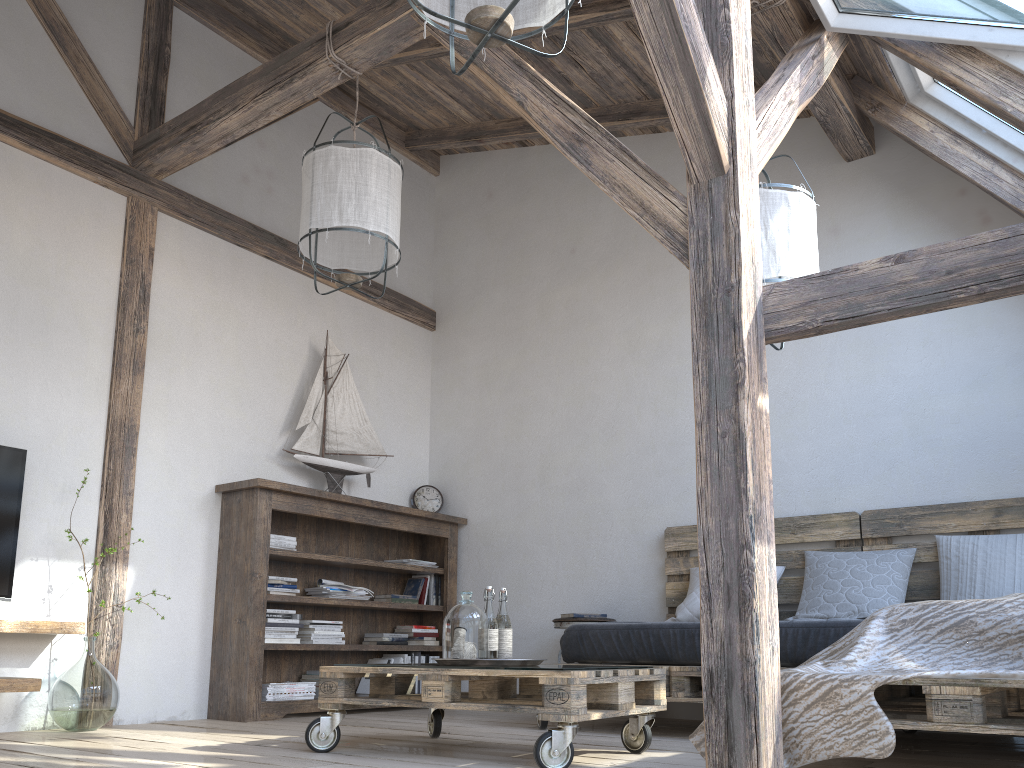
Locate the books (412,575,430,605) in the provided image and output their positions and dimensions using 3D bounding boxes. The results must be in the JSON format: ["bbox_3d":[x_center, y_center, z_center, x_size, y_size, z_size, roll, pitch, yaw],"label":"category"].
[{"bbox_3d":[-0.581,1.288,5.487,0.140,0.186,0.051,-9,-14,35],"label":"books"}]

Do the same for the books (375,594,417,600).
[{"bbox_3d":[-0.700,1.286,5.302,0.151,0.021,0.208,-13,-22,38],"label":"books"}]

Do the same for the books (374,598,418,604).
[{"bbox_3d":[-0.700,1.313,5.306,0.163,0.030,0.222,-13,-21,37],"label":"books"}]

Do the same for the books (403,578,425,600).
[{"bbox_3d":[-0.615,1.283,5.438,0.132,0.168,0.083,-9,-15,36],"label":"books"}]

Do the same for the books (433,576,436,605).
[{"bbox_3d":[-0.536,1.309,5.544,0.141,0.180,0.020,-9,-14,36],"label":"books"}]

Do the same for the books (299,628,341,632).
[{"bbox_3d":[-1.044,1.334,4.772,0.141,0.018,0.188,-12,-21,34],"label":"books"}]

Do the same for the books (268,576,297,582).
[{"bbox_3d":[-1.240,1.021,4.598,0.141,0.018,0.188,-12,-21,34],"label":"books"}]

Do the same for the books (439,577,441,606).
[{"bbox_3d":[-0.507,1.321,5.583,0.141,0.180,0.020,-9,-14,36],"label":"books"}]

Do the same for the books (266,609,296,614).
[{"bbox_3d":[-1.231,1.172,4.528,0.141,0.018,0.188,-12,-21,34],"label":"books"}]

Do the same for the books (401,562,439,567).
[{"bbox_3d":[-0.611,1.123,5.444,0.206,0.008,0.264,-8,-19,27],"label":"books"}]

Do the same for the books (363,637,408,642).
[{"bbox_3d":[-0.746,1.510,5.199,0.161,0.022,0.215,-12,-21,34],"label":"books"}]

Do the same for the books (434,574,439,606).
[{"bbox_3d":[-0.517,1.305,5.556,0.137,0.196,0.021,-9,-14,36],"label":"books"}]

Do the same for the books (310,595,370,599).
[{"bbox_3d":[-0.958,1.188,4.895,0.207,0.008,0.262,-14,-22,39],"label":"books"}]

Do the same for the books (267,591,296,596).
[{"bbox_3d":[-1.240,1.095,4.584,0.140,0.019,0.188,-10,-19,30],"label":"books"}]

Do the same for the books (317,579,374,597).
[{"bbox_3d":[-0.930,1.144,4.929,0.221,0.086,0.268,-4,-17,16],"label":"books"}]

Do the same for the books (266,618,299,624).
[{"bbox_3d":[-1.231,1.221,4.528,0.158,0.021,0.223,-9,-19,30],"label":"books"}]

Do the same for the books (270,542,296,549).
[{"bbox_3d":[-1.248,0.847,4.592,0.141,0.018,0.188,-12,-21,34],"label":"books"}]

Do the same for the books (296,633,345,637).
[{"bbox_3d":[-1.044,1.365,4.775,0.159,0.016,0.223,-14,-22,39],"label":"books"}]

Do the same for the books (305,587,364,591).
[{"bbox_3d":[-0.989,1.146,4.900,0.261,0.008,0.208,15,-22,-40],"label":"books"}]

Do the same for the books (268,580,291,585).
[{"bbox_3d":[-1.242,1.038,4.588,0.132,0.020,0.205,0,-17,2],"label":"books"}]

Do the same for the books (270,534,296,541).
[{"bbox_3d":[-1.269,0.809,4.613,0.159,0.021,0.223,-12,-21,34],"label":"books"}]

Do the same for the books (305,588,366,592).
[{"bbox_3d":[-0.982,1.155,4.900,0.207,0.008,0.262,-15,-23,41],"label":"books"}]

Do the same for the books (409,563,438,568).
[{"bbox_3d":[-0.619,1.128,5.431,0.206,0.008,0.263,-9,-20,29],"label":"books"}]

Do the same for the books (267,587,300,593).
[{"bbox_3d":[-1.244,1.076,4.584,0.158,0.016,0.223,-12,-21,34],"label":"books"}]

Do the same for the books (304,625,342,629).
[{"bbox_3d":[-1.061,1.325,4.798,0.159,0.016,0.223,-14,-22,39],"label":"books"}]

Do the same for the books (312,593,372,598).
[{"bbox_3d":[-0.948,1.183,4.907,0.207,0.008,0.263,-12,-21,36],"label":"books"}]

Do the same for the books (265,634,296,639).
[{"bbox_3d":[-1.245,1.297,4.518,0.159,0.021,0.223,-12,-21,34],"label":"books"}]

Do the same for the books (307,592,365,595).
[{"bbox_3d":[-0.979,1.169,4.891,0.261,0.008,0.208,13,-21,-35],"label":"books"}]

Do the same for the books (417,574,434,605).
[{"bbox_3d":[-0.547,1.296,5.529,0.136,0.196,0.021,-9,-14,36],"label":"books"}]

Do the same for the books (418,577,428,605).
[{"bbox_3d":[-0.593,1.289,5.463,0.141,0.171,0.060,-9,-14,34],"label":"books"}]

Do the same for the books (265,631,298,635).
[{"bbox_3d":[-1.238,1.279,4.524,0.158,0.016,0.223,-12,-21,34],"label":"books"}]

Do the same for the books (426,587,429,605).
[{"bbox_3d":[-0.564,1.306,5.512,0.118,0.168,0.018,-9,-14,36],"label":"books"}]

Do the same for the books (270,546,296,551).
[{"bbox_3d":[-1.264,0.867,4.600,0.158,0.016,0.224,-10,-20,30],"label":"books"}]

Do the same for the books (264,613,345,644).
[{"bbox_3d":[-1.152,1.300,4.660,0.208,0.147,0.559,-10,-19,34],"label":"books"}]

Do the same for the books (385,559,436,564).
[{"bbox_3d":[-0.627,1.102,5.432,0.206,0.008,0.263,-10,-20,31],"label":"books"}]

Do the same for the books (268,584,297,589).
[{"bbox_3d":[-1.248,1.056,4.581,0.211,0.020,0.149,13,-21,-36],"label":"books"}]

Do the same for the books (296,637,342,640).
[{"bbox_3d":[-1.055,1.377,4.759,0.158,0.016,0.223,-12,-21,34],"label":"books"}]

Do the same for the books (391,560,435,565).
[{"bbox_3d":[-0.637,1.108,5.423,0.207,0.008,0.262,-15,-23,41],"label":"books"}]

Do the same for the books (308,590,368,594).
[{"bbox_3d":[-0.967,1.163,4.898,0.207,0.008,0.262,-15,-23,41],"label":"books"}]

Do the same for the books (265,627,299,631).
[{"bbox_3d":[-1.232,1.256,4.509,0.159,0.016,0.223,-14,-22,39],"label":"books"}]

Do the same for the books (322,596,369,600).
[{"bbox_3d":[-0.963,1.194,4.887,0.207,0.008,0.262,-16,-23,42],"label":"books"}]

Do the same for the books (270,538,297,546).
[{"bbox_3d":[-1.264,0.830,4.605,0.159,0.021,0.223,-12,-21,34],"label":"books"}]
